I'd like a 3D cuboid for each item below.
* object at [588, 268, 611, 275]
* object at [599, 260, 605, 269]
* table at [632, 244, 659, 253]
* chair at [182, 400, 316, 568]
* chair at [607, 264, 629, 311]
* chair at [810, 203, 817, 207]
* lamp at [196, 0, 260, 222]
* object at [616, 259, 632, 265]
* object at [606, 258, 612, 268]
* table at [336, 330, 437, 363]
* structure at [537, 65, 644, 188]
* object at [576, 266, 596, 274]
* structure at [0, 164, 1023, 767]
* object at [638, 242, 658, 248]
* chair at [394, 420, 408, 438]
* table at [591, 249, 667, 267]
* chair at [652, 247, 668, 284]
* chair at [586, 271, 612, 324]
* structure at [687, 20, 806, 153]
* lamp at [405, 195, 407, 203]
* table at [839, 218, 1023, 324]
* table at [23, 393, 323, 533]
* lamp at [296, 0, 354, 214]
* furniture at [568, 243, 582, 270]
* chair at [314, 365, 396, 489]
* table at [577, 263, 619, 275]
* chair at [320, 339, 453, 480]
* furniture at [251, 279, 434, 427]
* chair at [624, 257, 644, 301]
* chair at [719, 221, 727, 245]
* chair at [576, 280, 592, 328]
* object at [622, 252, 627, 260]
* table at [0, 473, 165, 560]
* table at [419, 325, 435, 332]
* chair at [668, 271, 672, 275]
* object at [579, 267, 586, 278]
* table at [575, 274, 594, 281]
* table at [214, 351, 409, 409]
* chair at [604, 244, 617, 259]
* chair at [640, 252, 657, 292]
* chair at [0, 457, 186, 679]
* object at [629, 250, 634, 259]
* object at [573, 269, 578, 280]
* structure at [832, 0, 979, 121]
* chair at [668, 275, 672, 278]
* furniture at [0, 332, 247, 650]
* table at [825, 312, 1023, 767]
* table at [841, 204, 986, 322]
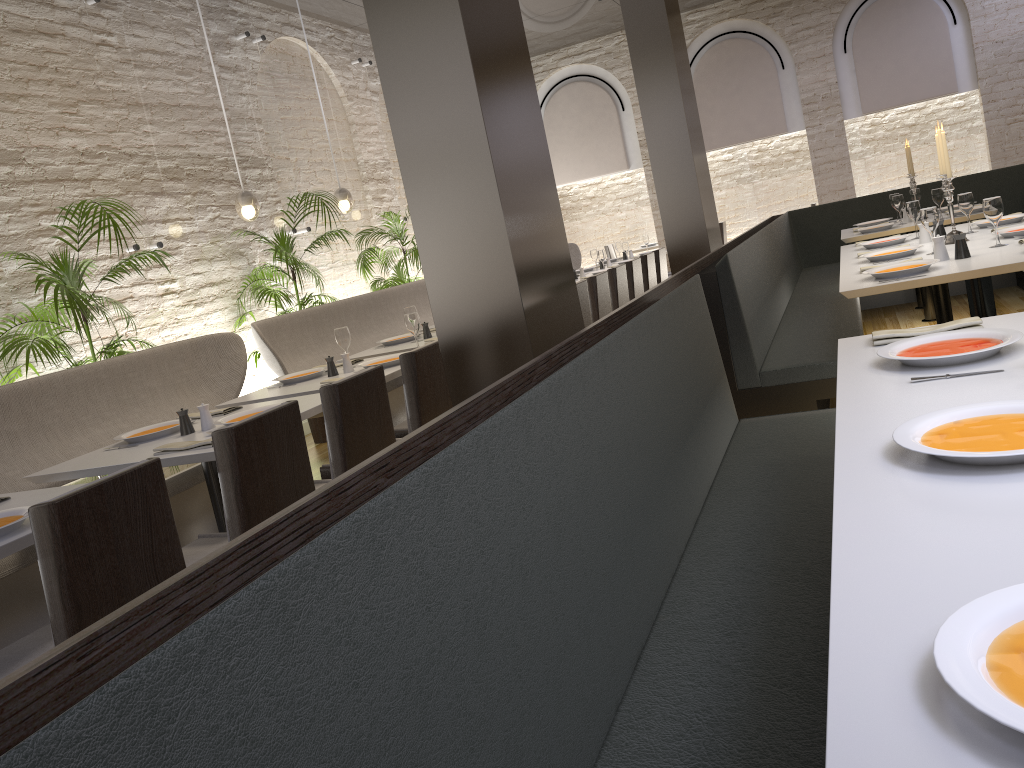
[{"bbox_3d":[0.928,-1.125,8.904,0.323,0.036,0.321,-17,10,-30],"label":"object"},{"bbox_3d":[1.009,-1.351,9.964,0.060,0.109,0.059,-17,8,-32],"label":"object"},{"bbox_3d":[2.466,-1.821,13.787,0.934,0.756,1.018,-9,9,22],"label":"table"},{"bbox_3d":[-0.895,0.560,2.821,0.564,0.901,0.415,-9,8,22],"label":"chair"},{"bbox_3d":[0.689,-0.450,7.061,0.564,0.901,0.415,-9,8,22],"label":"chair"},{"bbox_3d":[4.700,-2.224,12.861,0.564,0.901,0.415,-9,8,22],"label":"chair"},{"bbox_3d":[-2.195,-2.220,6.624,0.177,2.031,0.179,-6,9,43],"label":"lamp"},{"bbox_3d":[1.308,-1.368,9.920,0.323,0.036,0.321,-17,10,-30],"label":"object"},{"bbox_3d":[1.089,-1.371,9.980,0.060,0.109,0.059,-17,8,-32],"label":"object"},{"bbox_3d":[-0.419,0.050,5.870,0.934,0.756,1.018,-9,9,22],"label":"table"},{"bbox_3d":[1.025,-3.868,13.151,1.629,1.667,0.098,-9,7,22],"label":"structure"},{"bbox_3d":[0.817,-1.295,10.122,0.323,0.036,0.321,-17,10,-30],"label":"object"},{"bbox_3d":[1.853,-0.148,3.278,2.366,0.996,10.828,-9,9,22],"label":"structure"},{"bbox_3d":[2.135,-2.166,13.843,0.323,0.036,0.321,-18,10,-32],"label":"object"},{"bbox_3d":[-0.301,0.181,4.411,0.564,0.901,0.415,-9,8,22],"label":"chair"},{"bbox_3d":[1.540,-1.200,11.117,0.934,0.756,1.018,-9,9,22],"label":"table"},{"bbox_3d":[1.279,-0.826,8.642,0.564,0.901,0.415,-9,8,22],"label":"chair"},{"bbox_3d":[0.485,-0.320,6.516,0.564,0.901,0.415,-9,8,22],"label":"chair"},{"bbox_3d":[3.095,-4.176,12.310,1.629,1.667,0.098,-9,7,22],"label":"structure"},{"bbox_3d":[-1.225,-2.838,9.221,0.177,2.031,0.178,-12,7,1],"label":"lamp"},{"bbox_3d":[2.401,-0.374,4.750,1.098,0.756,2.557,-9,9,22],"label":"table"},{"bbox_3d":[-1.209,0.554,3.754,0.934,0.756,1.018,-9,9,22],"label":"table"},{"bbox_3d":[-1.713,-2.528,7.916,0.177,2.031,0.179,-11,7,7],"label":"lamp"},{"bbox_3d":[0.664,-1.164,10.975,0.705,1.092,2.604,-9,9,22],"label":"furniture"},{"bbox_3d":[-0.700,0.436,3.342,0.564,0.901,0.415,-9,8,22],"label":"chair"},{"bbox_3d":[1.148,-0.950,10.066,0.934,0.756,1.018,-9,9,22],"label":"table"},{"bbox_3d":[-0.496,0.306,3.889,0.564,0.901,0.415,-9,8,22],"label":"chair"},{"bbox_3d":[-0.602,-0.357,7.588,0.707,1.092,4.509,-9,9,22],"label":"furniture"},{"bbox_3d":[0.884,-0.575,7.585,0.564,0.901,0.415,-9,8,22],"label":"chair"},{"bbox_3d":[3.048,-1.978,13.531,0.564,0.901,0.415,-9,8,22],"label":"chair"},{"bbox_3d":[0.291,-0.196,5.997,0.564,0.901,0.415,-9,8,22],"label":"chair"},{"bbox_3d":[1.401,-1.601,11.015,0.060,0.109,0.059,-17,8,-32],"label":"object"},{"bbox_3d":[-1.640,0.828,2.601,0.934,0.756,1.018,-9,9,22],"label":"table"},{"bbox_3d":[-0.019,-0.205,6.940,0.934,0.756,1.018,-9,9,22],"label":"table"},{"bbox_3d":[2.156,-1.385,10.990,0.564,0.901,0.415,-9,8,22],"label":"chair"},{"bbox_3d":[0.709,-1.129,8.963,0.060,0.109,0.059,-17,8,-32],"label":"object"},{"bbox_3d":[0.768,-0.707,9.050,0.934,0.756,1.018,-9,9,22],"label":"table"},{"bbox_3d":[-0.819,0.305,4.798,0.934,0.756,1.018,-9,9,22],"label":"table"},{"bbox_3d":[1.846,-1.800,14.019,0.564,0.901,0.415,-9,8,22],"label":"chair"},{"bbox_3d":[1.087,-0.704,8.129,0.564,0.901,0.415,-9,8,22],"label":"chair"},{"bbox_3d":[-1.107,0.696,2.252,0.564,0.901,0.415,-9,8,22],"label":"chair"},{"bbox_3d":[1.481,-1.621,11.031,0.060,0.109,0.059,-17,8,-32],"label":"object"},{"bbox_3d":[0.629,-1.109,8.947,0.060,0.109,0.059,-17,8,-32],"label":"object"},{"bbox_3d":[5.037,-4.465,11.522,1.629,1.667,0.098,-9,7,22],"label":"structure"},{"bbox_3d":[1.957,-1.259,10.458,0.564,0.901,0.415,-9,8,22],"label":"chair"},{"bbox_3d":[-2.198,0.661,3.312,0.707,1.092,4.509,-9,9,22],"label":"furniture"},{"bbox_3d":[1.134,0.435,1.355,1.098,0.756,2.557,-9,9,22],"label":"table"},{"bbox_3d":[3.281,-0.935,7.106,1.098,0.756,1.197,-9,9,22],"label":"table"}]
